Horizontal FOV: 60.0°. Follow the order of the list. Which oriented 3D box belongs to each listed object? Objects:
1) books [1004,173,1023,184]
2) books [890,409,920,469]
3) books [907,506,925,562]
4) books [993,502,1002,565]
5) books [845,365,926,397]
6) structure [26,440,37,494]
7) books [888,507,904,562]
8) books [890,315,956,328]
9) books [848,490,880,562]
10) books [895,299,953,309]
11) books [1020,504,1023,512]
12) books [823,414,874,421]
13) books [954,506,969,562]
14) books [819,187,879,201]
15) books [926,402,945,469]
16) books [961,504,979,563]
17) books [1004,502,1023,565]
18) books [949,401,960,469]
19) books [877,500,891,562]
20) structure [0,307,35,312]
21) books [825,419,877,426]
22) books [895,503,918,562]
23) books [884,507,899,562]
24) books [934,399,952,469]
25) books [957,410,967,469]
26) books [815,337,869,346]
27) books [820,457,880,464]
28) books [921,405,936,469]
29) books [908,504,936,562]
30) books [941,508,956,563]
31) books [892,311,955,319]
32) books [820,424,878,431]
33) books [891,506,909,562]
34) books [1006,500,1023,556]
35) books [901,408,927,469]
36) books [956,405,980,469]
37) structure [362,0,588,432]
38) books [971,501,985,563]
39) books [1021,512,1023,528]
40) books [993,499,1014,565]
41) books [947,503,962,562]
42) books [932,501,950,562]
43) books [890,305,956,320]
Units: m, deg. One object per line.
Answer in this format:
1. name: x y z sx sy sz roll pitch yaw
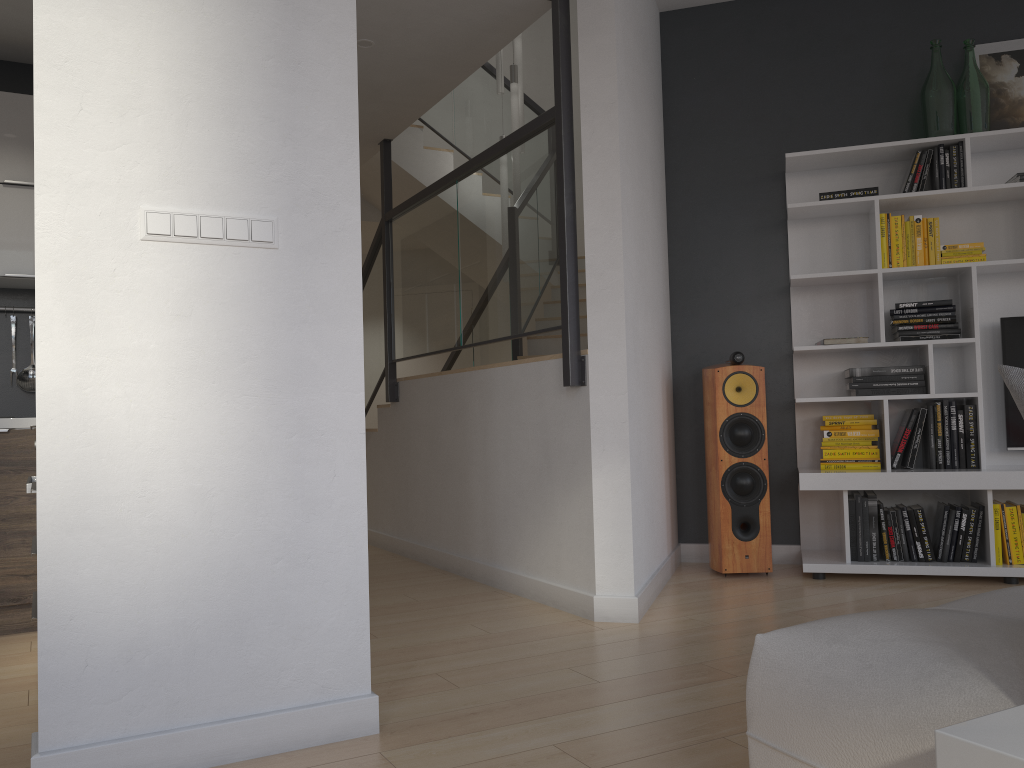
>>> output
1. books: 2.487 -0.944 4.142 0.310 0.047 0.250 -2 -2 12
2. books: 1.891 0.265 4.303 0.142 0.284 0.232 -2 -2 17
3. books: 1.887 0.702 4.166 0.066 0.242 0.177 -2 -2 17
4. books: 2.189 0.673 4.040 0.029 0.270 0.204 -2 -2 17
5. books: 1.819 -0.009 4.341 0.343 0.137 0.277 -2 -2 17
6. structure: -1.295 0.435 2.980 0.584 0.588 0.587 0 -3 -28
7. books: 1.811 0.708 4.193 0.049 0.236 0.170 -2 -2 17
8. books: 1.980 -0.296 4.274 0.284 0.030 0.214 -3 -3 25
9. books: 1.675 0.676 4.252 0.128 0.321 0.259 -2 -2 17
10. books: 1.982 -0.375 4.272 0.246 0.026 0.180 -3 -2 24
11. books: 2.331 0.677 4.009 0.041 0.252 0.180 -2 -2 17
12. books: 1.671 0.167 4.408 0.234 0.024 0.171 -3 -2 21
13. books: 2.069 0.693 4.118 0.071 0.243 0.179 -2 -2 16
14. books: 1.660 -0.911 4.374 0.268 0.046 0.208 -2 -2 20
15. books: 2.029 0.245 4.250 0.034 0.314 0.237 -2 -2 17
16. books: 2.109 0.689 4.118 0.084 0.249 0.191 -2 -2 17
17. books: 2.268 0.678 4.043 0.066 0.258 0.198 -2 -2 17
18. books: 2.090 0.242 4.235 0.034 0.315 0.239 -2 -2 17
19. books: 1.760 0.694 4.220 0.053 0.268 0.202 -2 -2 17
20. structure: -3.095 -0.331 3.563 3.000 0.045 0.050 0 -3 -28
21. books: 1.674 0.190 4.381 0.234 0.024 0.171 -3 -2 21
22. books: 1.860 0.698 4.182 0.066 0.255 0.193 -2 -2 16
23. books: 1.790 0.709 4.207 0.053 0.240 0.189 -2 -2 17
24. books: 2.062 0.238 4.244 0.026 0.326 0.237 -2 -2 17
25. books: 2.121 0.261 4.218 0.028 0.272 0.200 -2 -2 17
26. books: 1.623 -0.201 4.373 0.209 0.030 0.266 -2 -2 10
27. books: 1.662 0.375 4.365 0.269 0.025 0.213 -2 -2 20
28. books: 1.998 0.254 4.254 0.028 0.301 0.213 -2 -2 17
29. books: 1.921 0.697 4.159 0.083 0.249 0.191 -2 -2 17
30. books: 2.017 0.698 4.121 0.069 0.242 0.172 -2 -2 18
31. books: 1.980 -0.321 4.278 0.264 0.020 0.189 -2 -2 20
32. books: 1.668 0.215 4.386 0.238 0.023 0.167 -3 -3 33
33. books: 1.830 0.704 4.180 0.050 0.242 0.169 -2 -2 16
34. books: 2.297 0.673 4.033 0.038 0.267 0.202 -2 -2 17
35. books: 1.935 0.260 4.271 0.100 0.289 0.210 -2 -2 16
36. books: 2.159 0.248 4.208 0.051 0.297 0.230 -2 -2 17
37. structure: 0.481 -1.171 5.999 2.823 4.339 4.190 0 -3 -28
38. books: 2.141 0.683 4.110 0.066 0.260 0.197 -2 -2 17
39. books: 2.310 0.691 4.010 0.042 0.230 0.156 -2 -2 15
40. books: 2.232 0.672 4.048 0.048 0.271 0.213 -2 -2 17
41. books: 2.048 0.690 4.139 0.075 0.254 0.192 -2 -2 16
42. books: 2.004 0.689 4.155 0.066 0.260 0.197 -2 -2 17
43. books: 1.990 -0.347 4.297 0.284 0.030 0.214 -3 -3 25
